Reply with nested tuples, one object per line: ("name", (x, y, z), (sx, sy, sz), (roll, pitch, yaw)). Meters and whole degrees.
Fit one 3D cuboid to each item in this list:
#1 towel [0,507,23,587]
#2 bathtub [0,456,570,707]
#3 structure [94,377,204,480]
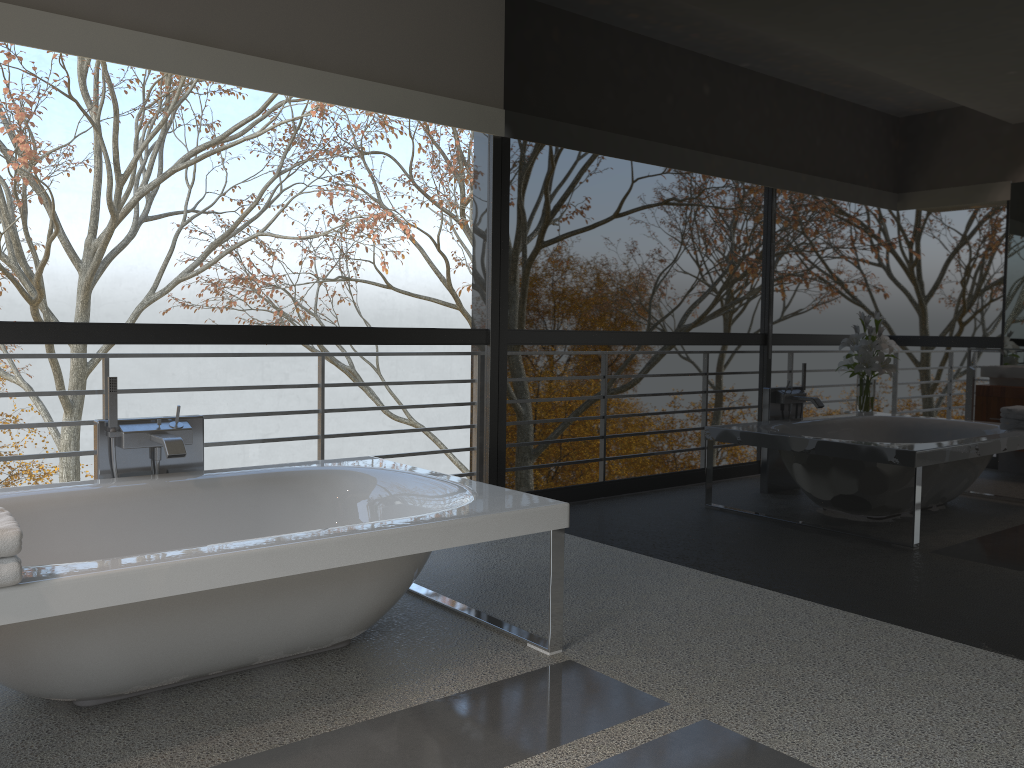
("towel", (-1.268, 0.377, 1.947), (0.322, 0.145, 0.305), (-2, 4, -36))
("bathtub", (-0.987, 0.636, 2.877), (1.958, 0.504, 1.328), (-2, 4, -39))
("structure", (-1.329, 0.415, 3.366), (0.402, 0.884, 0.330), (-2, 4, -39))
